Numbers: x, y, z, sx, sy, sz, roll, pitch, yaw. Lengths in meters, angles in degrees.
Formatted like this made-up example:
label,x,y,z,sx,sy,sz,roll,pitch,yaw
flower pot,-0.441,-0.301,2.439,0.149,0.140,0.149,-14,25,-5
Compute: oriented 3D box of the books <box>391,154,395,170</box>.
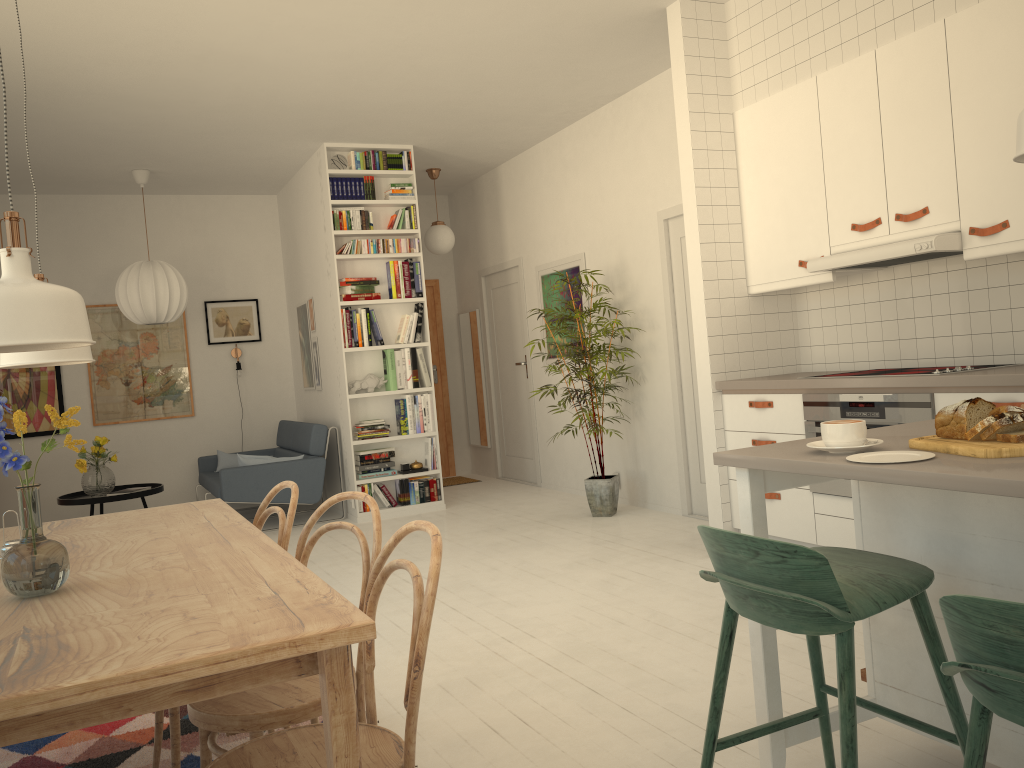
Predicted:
label,x,y,z,sx,sy,sz,roll,pitch,yaw
books,-0.964,-1.738,7.025,0.017,0.130,0.150,-5,1,-25

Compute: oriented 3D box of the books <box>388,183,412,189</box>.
label,x,y,z,sx,sy,sz,roll,pitch,yaw
books,-0.905,-1.565,7.077,0.169,0.032,0.188,-5,2,-20

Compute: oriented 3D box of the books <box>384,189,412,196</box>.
label,x,y,z,sx,sy,sz,roll,pitch,yaw
books,-0.926,-1.515,7.073,0.173,0.030,0.199,-6,2,-35

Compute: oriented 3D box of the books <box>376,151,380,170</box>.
label,x,y,z,sx,sy,sz,roll,pitch,yaw
books,-1.080,-1.739,7.006,0.009,0.151,0.208,-5,1,-25

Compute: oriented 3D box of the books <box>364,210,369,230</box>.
label,x,y,z,sx,sy,sz,roll,pitch,yaw
books,-1.155,-1.262,6.928,0.023,0.153,0.176,-5,1,-25

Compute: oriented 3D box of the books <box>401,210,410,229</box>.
label,x,y,z,sx,sy,sz,roll,pitch,yaw
books,-0.867,-1.293,7.090,0.030,0.153,0.199,-5,1,-25

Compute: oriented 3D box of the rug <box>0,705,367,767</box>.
label,x,y,z,sx,sy,sz,roll,pitch,yaw
rug,-0.884,1.150,1.729,1.749,0.035,3.025,-6,2,-25

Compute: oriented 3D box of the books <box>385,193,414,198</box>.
label,x,y,z,sx,sy,sz,roll,pitch,yaw
books,-0.913,-1.491,7.079,0.200,0.018,0.208,-6,2,-25

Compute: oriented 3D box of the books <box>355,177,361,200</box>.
label,x,y,z,sx,sy,sz,roll,pitch,yaw
books,-1.229,-1.504,6.932,0.034,0.178,0.188,-5,1,-25

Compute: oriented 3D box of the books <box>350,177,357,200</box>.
label,x,y,z,sx,sy,sz,roll,pitch,yaw
books,-1.260,-1.501,6.917,0.034,0.178,0.188,-5,1,-25

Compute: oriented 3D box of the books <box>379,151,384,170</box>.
label,x,y,z,sx,sy,sz,roll,pitch,yaw
books,-1.067,-1.741,7.025,0.032,0.154,0.212,-5,1,-25

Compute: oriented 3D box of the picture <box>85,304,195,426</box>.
label,x,y,z,sx,sy,sz,roll,pitch,yaw
picture,-3.315,-0.193,7.892,0.838,1.052,0.012,-6,1,-25

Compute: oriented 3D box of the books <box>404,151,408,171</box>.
label,x,y,z,sx,sy,sz,roll,pitch,yaw
books,-0.881,-1.760,7.106,0.020,0.156,0.229,-5,1,-25

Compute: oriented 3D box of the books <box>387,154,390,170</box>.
label,x,y,z,sx,sy,sz,roll,pitch,yaw
books,-0.996,-1.735,7.010,0.017,0.130,0.150,-5,1,-25

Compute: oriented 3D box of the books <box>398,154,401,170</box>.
label,x,y,z,sx,sy,sz,roll,pitch,yaw
books,-0.916,-1.743,7.047,0.017,0.130,0.150,-5,1,-25

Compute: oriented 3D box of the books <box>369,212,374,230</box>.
label,x,y,z,sx,sy,sz,roll,pitch,yaw
books,-1.128,-1.260,6.961,0.020,0.145,0.189,-5,1,-25

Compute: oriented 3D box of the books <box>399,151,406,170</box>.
label,x,y,z,sx,sy,sz,roll,pitch,yaw
books,-0.884,-1.757,7.063,0.019,0.157,0.150,-5,1,-25

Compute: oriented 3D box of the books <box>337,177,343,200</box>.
label,x,y,z,sx,sy,sz,roll,pitch,yaw
books,-1.355,-1.492,6.872,0.034,0.178,0.188,-5,1,-25

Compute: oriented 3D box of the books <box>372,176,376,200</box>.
label,x,y,z,sx,sy,sz,roll,pitch,yaw
books,-1.120,-1.520,6.995,0.020,0.191,0.205,-5,1,-25

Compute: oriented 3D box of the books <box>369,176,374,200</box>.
label,x,y,z,sx,sy,sz,roll,pitch,yaw
books,-1.134,-1.519,6.976,0.020,0.191,0.205,-5,1,-25

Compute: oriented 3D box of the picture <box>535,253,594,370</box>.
label,x,y,z,sx,sy,sz,roll,pitch,yaw
picture,0.413,-0.564,7.165,0.012,0.876,0.822,-5,1,-25

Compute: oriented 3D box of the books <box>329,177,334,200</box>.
label,x,y,z,sx,sy,sz,roll,pitch,yaw
books,-1.418,-1.485,6.842,0.034,0.178,0.188,-5,1,-25

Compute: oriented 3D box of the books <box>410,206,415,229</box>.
label,x,y,z,sx,sy,sz,roll,pitch,yaw
books,-0.828,-1.315,7.113,0.014,0.188,0.218,-5,1,-25

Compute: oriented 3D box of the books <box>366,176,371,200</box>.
label,x,y,z,sx,sy,sz,roll,pitch,yaw
books,-1.155,-1.517,6.975,0.020,0.191,0.205,-5,1,-25

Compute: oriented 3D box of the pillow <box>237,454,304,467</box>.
label,x,y,z,sx,sy,sz,roll,pitch,yaw
pillow,-1.862,0.675,6.805,0.534,0.353,0.141,-6,1,-26

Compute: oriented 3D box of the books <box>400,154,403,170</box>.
label,x,y,z,sx,sy,sz,roll,pitch,yaw
books,-0.901,-1.745,7.055,0.017,0.130,0.150,-5,1,-25

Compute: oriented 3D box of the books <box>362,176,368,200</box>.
label,x,y,z,sx,sy,sz,roll,pitch,yaw
books,-1.175,-1.515,6.969,0.020,0.191,0.205,-5,1,-25

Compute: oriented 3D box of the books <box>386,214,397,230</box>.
label,x,y,z,sx,sy,sz,roll,pitch,yaw
books,-0.978,-1.271,7.069,0.073,0.129,0.200,-5,1,-25

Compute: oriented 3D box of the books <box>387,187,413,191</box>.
label,x,y,z,sx,sy,sz,roll,pitch,yaw
books,-0.903,-1.540,7.059,0.179,0.016,0.208,-5,2,-20

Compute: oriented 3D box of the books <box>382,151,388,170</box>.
label,x,y,z,sx,sy,sz,roll,pitch,yaw
books,-1.031,-1.744,7.024,0.032,0.152,0.200,-5,1,-25

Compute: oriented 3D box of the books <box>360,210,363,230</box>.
label,x,y,z,sx,sy,sz,roll,pitch,yaw
books,-1.199,-1.261,6.922,0.013,0.159,0.176,-5,1,-25

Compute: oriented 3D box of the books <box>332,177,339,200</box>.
label,x,y,z,sx,sy,sz,roll,pitch,yaw
books,-1.386,-1.488,6.857,0.034,0.178,0.188,-5,1,-25

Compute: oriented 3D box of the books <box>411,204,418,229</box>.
label,x,y,z,sx,sy,sz,roll,pitch,yaw
books,-0.810,-1.322,7.119,0.022,0.198,0.212,-5,1,-25

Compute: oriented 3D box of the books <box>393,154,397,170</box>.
label,x,y,z,sx,sy,sz,roll,pitch,yaw
books,-0.948,-1.740,7.032,0.017,0.130,0.150,-5,1,-25

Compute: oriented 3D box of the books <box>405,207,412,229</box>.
label,x,y,z,sx,sy,sz,roll,pitch,yaw
books,-0.850,-1.313,7.117,0.022,0.187,0.186,-5,1,-25

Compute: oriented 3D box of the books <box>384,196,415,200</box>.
label,x,y,z,sx,sy,sz,roll,pitch,yaw
books,-0.913,-1.463,7.081,0.214,0.038,0.222,-6,2,-25

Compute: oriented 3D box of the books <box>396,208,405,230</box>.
label,x,y,z,sx,sy,sz,roll,pitch,yaw
books,-0.909,-1.298,7.075,0.065,0.168,0.228,-5,1,-25

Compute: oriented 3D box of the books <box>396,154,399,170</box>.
label,x,y,z,sx,sy,sz,roll,pitch,yaw
books,-0.932,-1.742,7.040,0.017,0.130,0.150,-5,1,-25

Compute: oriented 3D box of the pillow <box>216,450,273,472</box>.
label,x,y,z,sx,sy,sz,roll,pitch,yaw
pillow,-2.401,0.702,7.962,0.540,0.277,0.157,-6,1,-24

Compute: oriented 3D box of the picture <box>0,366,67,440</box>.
label,x,y,z,sx,sy,sz,roll,pitch,yaw
picture,-4.231,-0.103,7.455,0.779,1.133,0.018,-6,1,-25

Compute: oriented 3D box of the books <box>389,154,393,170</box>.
label,x,y,z,sx,sy,sz,roll,pitch,yaw
books,-0.980,-1.737,7.017,0.017,0.130,0.150,-5,1,-25

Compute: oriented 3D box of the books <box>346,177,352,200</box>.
label,x,y,z,sx,sy,sz,roll,pitch,yaw
books,-1.292,-1.498,6.902,0.034,0.178,0.188,-5,1,-25

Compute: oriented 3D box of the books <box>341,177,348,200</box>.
label,x,y,z,sx,sy,sz,roll,pitch,yaw
books,-1.323,-1.495,6.887,0.034,0.178,0.188,-5,1,-25

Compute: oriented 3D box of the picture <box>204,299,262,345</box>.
label,x,y,z,sx,sy,sz,roll,pitch,yaw
picture,-2.591,-0.579,8.241,0.481,0.402,0.015,-6,1,-25

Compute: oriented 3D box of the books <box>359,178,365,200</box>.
label,x,y,z,sx,sy,sz,roll,pitch,yaw
books,-1.197,-1.507,6.947,0.034,0.178,0.188,-5,1,-25

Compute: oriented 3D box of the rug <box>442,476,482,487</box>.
label,x,y,z,sx,sy,sz,roll,pitch,yaw
rug,-0.830,0.983,8.592,0.941,0.002,0.553,-6,2,-25

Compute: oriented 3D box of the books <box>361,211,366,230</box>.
label,x,y,z,sx,sy,sz,roll,pitch,yaw
books,-1.190,-1.261,6.947,0.024,0.155,0.206,-5,1,-25

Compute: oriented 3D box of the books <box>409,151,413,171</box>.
label,x,y,z,sx,sy,sz,roll,pitch,yaw
books,-0.854,-1.762,7.139,0.014,0.154,0.260,-5,1,-25

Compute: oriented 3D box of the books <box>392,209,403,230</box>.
label,x,y,z,sx,sy,sz,roll,pitch,yaw
books,-0.944,-1.292,7.073,0.092,0.165,0.222,-5,1,-25

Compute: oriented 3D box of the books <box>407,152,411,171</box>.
label,x,y,z,sx,sy,sz,roll,pitch,yaw
books,-0.860,-1.759,7.112,0.021,0.151,0.228,-5,1,-25
